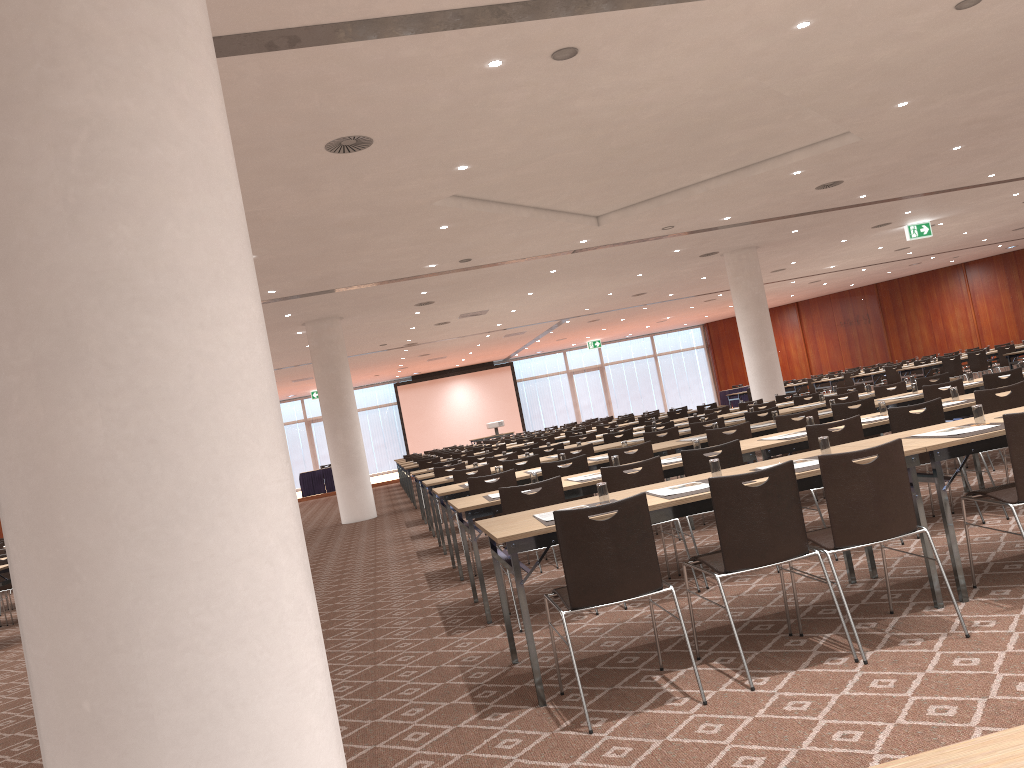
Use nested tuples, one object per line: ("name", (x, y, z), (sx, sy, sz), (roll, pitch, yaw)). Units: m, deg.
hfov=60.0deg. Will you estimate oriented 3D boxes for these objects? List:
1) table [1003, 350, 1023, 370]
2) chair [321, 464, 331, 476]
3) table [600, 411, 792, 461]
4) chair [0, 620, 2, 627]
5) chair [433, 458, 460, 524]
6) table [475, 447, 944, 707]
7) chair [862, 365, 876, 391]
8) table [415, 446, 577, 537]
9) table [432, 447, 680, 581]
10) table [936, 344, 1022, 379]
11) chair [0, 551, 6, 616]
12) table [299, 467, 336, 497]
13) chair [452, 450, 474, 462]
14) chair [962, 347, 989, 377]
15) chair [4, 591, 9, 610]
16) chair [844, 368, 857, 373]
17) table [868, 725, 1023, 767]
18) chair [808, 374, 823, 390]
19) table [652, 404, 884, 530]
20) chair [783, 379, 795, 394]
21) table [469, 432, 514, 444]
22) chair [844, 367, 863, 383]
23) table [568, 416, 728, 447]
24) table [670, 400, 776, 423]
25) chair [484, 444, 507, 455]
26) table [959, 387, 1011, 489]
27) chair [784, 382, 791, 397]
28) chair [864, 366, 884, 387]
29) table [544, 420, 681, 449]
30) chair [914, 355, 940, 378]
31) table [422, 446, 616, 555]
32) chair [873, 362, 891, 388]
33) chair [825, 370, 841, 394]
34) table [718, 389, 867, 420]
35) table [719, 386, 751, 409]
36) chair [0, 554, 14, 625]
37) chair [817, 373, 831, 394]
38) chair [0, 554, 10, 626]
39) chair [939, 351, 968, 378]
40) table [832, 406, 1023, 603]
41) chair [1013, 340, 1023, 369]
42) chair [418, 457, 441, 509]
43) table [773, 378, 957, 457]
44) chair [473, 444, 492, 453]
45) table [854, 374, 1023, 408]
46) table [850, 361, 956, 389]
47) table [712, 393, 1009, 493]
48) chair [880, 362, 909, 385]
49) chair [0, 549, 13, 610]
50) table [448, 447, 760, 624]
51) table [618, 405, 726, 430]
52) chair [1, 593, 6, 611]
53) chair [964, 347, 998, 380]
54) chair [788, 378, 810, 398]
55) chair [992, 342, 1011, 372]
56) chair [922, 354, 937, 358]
("table", (10.561, -0.387, 16.526), (2.266, 0.832, 0.954), (-11, -2, -9))
("chair", (-6.477, 3.307, 31.260), (0.535, 0.939, 0.614), (-11, -2, -7))
("table", (2.330, 0.976, 11.124), (2.266, 0.832, 0.954), (-11, -2, -9))
("chair", (-6.859, 2.687, 11.076), (0.535, 0.939, 0.614), (-11, -2, -10))
("chair", (-0.962, 1.673, 14.027), (0.535, 0.939, 0.614), (-11, -2, -10))
("table", (1.035, 0.969, 4.842), (2.266, 0.832, 0.954), (-11, -2, -9))
("chair", (11.097, -0.094, 27.564), (0.535, 0.939, 0.614), (-11, -2, -10))
("table", (-0.176, 1.524, 12.735), (2.266, 0.832, 0.954), (-11, -2, -9))
("table", (0.430, 1.246, 8.788), (2.266, 0.832, 0.954), (-11, -2, -9))
("table", (11.931, -0.414, 22.315), (2.266, 0.832, 0.954), (-11, -2, -9))
("chair", (-7.178, 2.827, 13.004), (0.535, 0.939, 0.614), (-11, -2, -9))
("table", (-6.452, 3.337, 30.649), (1.712, 0.832, 1.042), (-11, -2, -9))
("chair", (-0.914, 1.810, 17.618), (0.535, 0.939, 0.614), (-11, -2, -9))
("chair", (12.365, -0.488, 23.868), (0.535, 0.939, 0.614), (-11, -2, -11))
("chair", (-7.818, 2.947, 12.942), (0.535, 0.939, 0.614), (-11, -2, -10))
("chair", (10.529, 0.015, 27.552), (0.535, 0.939, 0.614), (-11, -2, -11))
("table", (1.647, 0.688, 0.852), (2.266, 0.832, 0.954), (-11, -2, -9))
("chair", (10.124, 0.169, 29.427), (0.535, 0.939, 0.614), (-11, -2, -12))
("table", (2.632, 0.837, 9.151), (2.266, 0.832, 0.954), (-11, -2, -9))
("chair", (9.213, 0.344, 29.419), (0.535, 0.939, 0.614), (-11, -2, -7))
("table", (-0.650, 2.261, 31.621), (1.539, 0.832, 0.954), (-11, -2, -9))
("chair", (11.411, -0.070, 29.638), (0.535, 0.939, 0.614), (-11, -2, -10))
("table", (2.027, 1.115, 13.098), (2.266, 0.832, 0.954), (-11, -2, -9))
("table", (3.927, 0.845, 15.434), (2.266, 0.832, 0.954), (-11, -2, -9))
("chair", (-0.269, 1.688, 17.646), (0.535, 0.939, 0.614), (-11, -2, -9))
("table", (5.138, 0.290, 7.540), (2.266, 0.832, 0.954), (-11, -2, -9))
("chair", (8.224, 0.443, 27.173), (0.535, 0.939, 0.614), (-11, -2, -7))
("chair", (9.450, 0.050, 23.328), (0.535, 0.939, 0.614), (-10, -2, -12))
("table", (1.724, 1.253, 15.071), (2.266, 0.832, 0.954), (-11, -2, -9))
("chair", (11.079, -0.252, 23.596), (0.535, 0.939, 0.614), (-11, -2, -7))
("table", (0.127, 1.385, 10.762), (2.266, 0.832, 0.954), (-11, -2, -9))
("chair", (11.665, -0.194, 27.799), (0.535, 0.939, 0.614), (-11, -2, -7))
("chair", (10.809, 0.045, 29.622), (0.535, 0.939, 0.614), (-10, -2, -12))
("table", (4.229, 0.706, 13.460), (2.266, 0.832, 0.954), (-11, -2, -9))
("table", (8.753, 0.515, 33.152), (1.712, 0.832, 1.042), (-11, -2, -9))
("chair", (-6.211, 2.565, 11.140), (0.535, 0.939, 0.614), (-11, -2, -7))
("chair", (9.602, 0.184, 27.317), (0.535, 0.939, 0.614), (-11, -2, -11))
("chair", (-6.254, 2.573, 11.133), (0.535, 0.939, 0.614), (-11, -2, -10))
("chair", (11.697, -0.370, 23.616), (0.535, 0.939, 0.614), (-11, -2, -7))
("table", (3.238, 0.560, 5.204), (2.266, 0.832, 0.954), (-11, -2, -9))
("chair", (12.678, -0.635, 21.754), (0.535, 0.939, 0.614), (-11, -2, -10))
("chair", (-1.555, 1.928, 17.470), (0.535, 0.939, 0.614), (-11, -2, -8))
("table", (4.532, 0.567, 11.487), (2.266, 0.832, 0.954), (-11, -2, -9))
("chair", (-0.593, 1.833, 19.694), (0.535, 0.939, 0.614), (-11, -2, -8))
("table", (4.835, 0.428, 9.514), (2.266, 0.832, 0.954), (-11, -2, -9))
("table", (9.729, -0.005, 21.953), (2.266, 0.832, 0.954), (-11, -2, -9))
("table", (2.935, 0.699, 7.178), (2.266, 0.832, 0.954), (-11, -2, -9))
("chair", (10.085, -0.071, 23.350), (0.535, 0.939, 0.614), (-11, -2, -11))
("chair", (-7.227, 2.836, 12.996), (0.535, 0.939, 0.614), (-11, -2, -12))
("table", (0.732, 1.107, 6.815), (2.266, 0.832, 0.954), (-11, -2, -9))
("table", (3.397, 1.087, 18.887), (2.266, 0.832, 0.954), (-11, -2, -9))
("chair", (-7.882, 2.959, 12.931), (0.535, 0.939, 0.614), (-11, -2, -6))
("chair", (11.378, -0.394, 21.540), (0.535, 0.939, 0.614), (-11, -2, -10))
("chair", (8.877, 0.324, 27.340), (0.535, 0.939, 0.614), (-11, -2, -8))
("chair", (12.030, -0.509, 21.789), (0.535, 0.939, 0.614), (-11, -2, -8))
("chair", (12.090, -0.361, 25.704), (0.535, 0.939, 0.614), (-11, -2, -8))
